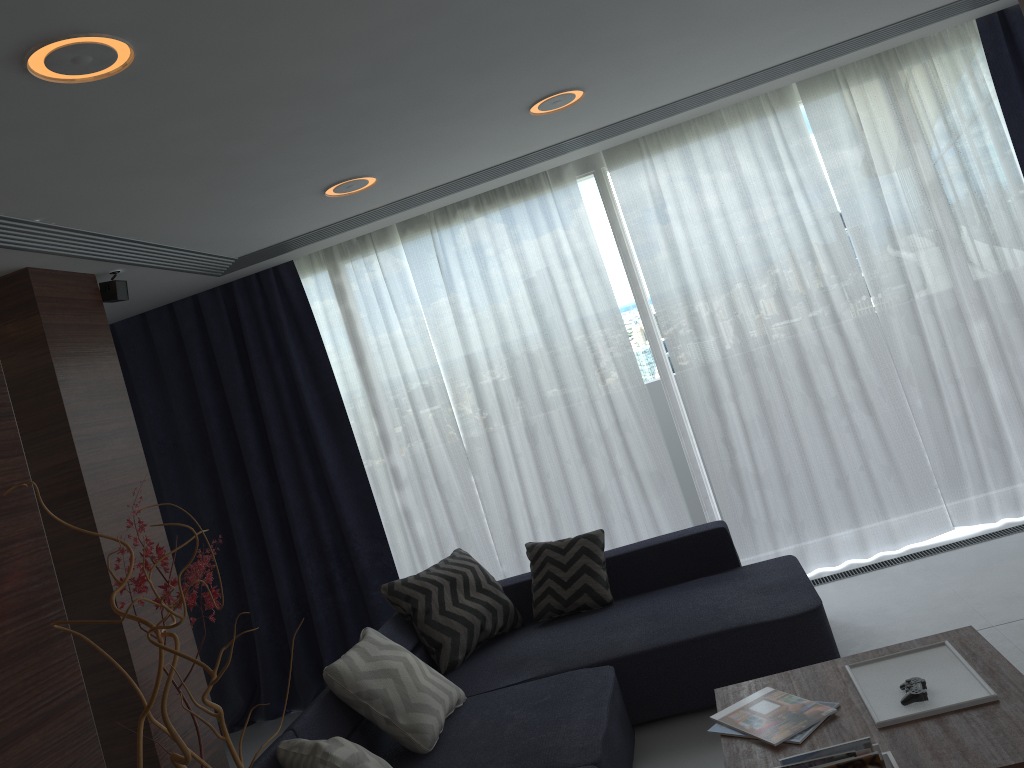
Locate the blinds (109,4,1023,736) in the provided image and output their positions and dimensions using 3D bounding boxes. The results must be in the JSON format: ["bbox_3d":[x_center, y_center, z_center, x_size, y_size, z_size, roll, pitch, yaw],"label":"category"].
[{"bbox_3d":[0.298,-0.023,2.344,7.092,2.789,5.810,-18,-1,13],"label":"blinds"}]

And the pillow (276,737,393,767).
[{"bbox_3d":[-0.482,1.184,2.637,0.283,0.353,0.411,-15,-3,-37],"label":"pillow"}]

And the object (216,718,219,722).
[{"bbox_3d":[-1.948,1.176,4.572,0.507,1.857,0.476,-16,-5,-22],"label":"object"}]

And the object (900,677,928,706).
[{"bbox_3d":[1.064,0.811,2.346,0.070,0.036,0.113,-18,-1,23],"label":"object"}]

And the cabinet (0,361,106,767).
[{"bbox_3d":[0.933,-0.111,0.320,3.320,2.569,0.784,-18,-5,9],"label":"cabinet"}]

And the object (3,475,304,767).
[{"bbox_3d":[-0.244,0.417,0.793,0.199,0.739,0.384,-17,-4,-9],"label":"object"}]

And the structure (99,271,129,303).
[{"bbox_3d":[-1.942,-0.466,4.304,0.113,0.143,0.084,-18,-4,14],"label":"structure"}]

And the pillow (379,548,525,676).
[{"bbox_3d":[-0.265,1.106,4.234,0.350,0.521,0.604,-20,-3,40],"label":"pillow"}]

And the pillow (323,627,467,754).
[{"bbox_3d":[-0.432,1.137,3.320,0.341,0.390,0.495,-18,-2,10],"label":"pillow"}]

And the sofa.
[{"bbox_3d":[0.229,1.137,3.103,1.890,0.611,2.874,-18,0,10],"label":"sofa"}]

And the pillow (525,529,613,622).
[{"bbox_3d":[0.274,0.925,4.305,0.412,0.347,0.286,-18,-3,14],"label":"pillow"}]

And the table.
[{"bbox_3d":[0.995,1.029,2.333,0.802,0.354,0.800,-18,-1,10],"label":"table"}]
